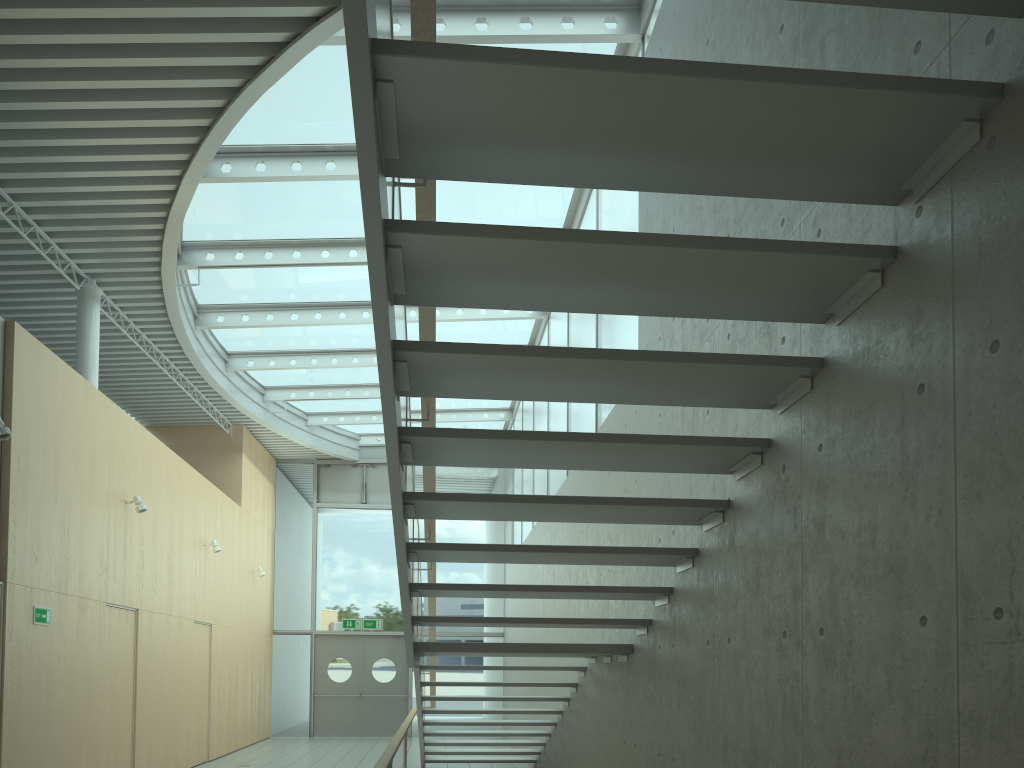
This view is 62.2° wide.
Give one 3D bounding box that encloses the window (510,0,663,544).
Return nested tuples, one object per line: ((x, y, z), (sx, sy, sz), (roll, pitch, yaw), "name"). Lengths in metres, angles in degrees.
((0.368, 0.658, 12.234), (0.030, 2.660, 16.356), (1, -18, -5), "window")

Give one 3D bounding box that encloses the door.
((-3.083, 6.184, 17.399), (1.923, 2.071, 0.178), (1, -2, -5), "door")

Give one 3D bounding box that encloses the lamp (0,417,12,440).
((-3.772, 0.304, 6.185), (0.234, 0.192, 0.144), (6, -10, -24), "lamp")

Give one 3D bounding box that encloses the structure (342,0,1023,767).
((0.065, 1.636, 6.213), (1.887, 4.082, 13.178), (1, -17, -5), "structure")

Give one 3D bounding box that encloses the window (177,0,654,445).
((-1.811, 2.114, 11.986), (4.787, 6.080, 16.536), (1, -17, -5), "window")

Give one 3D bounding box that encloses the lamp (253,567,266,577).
((-4.567, 3.386, 15.342), (0.234, 0.192, 0.144), (6, -10, -24), "lamp")

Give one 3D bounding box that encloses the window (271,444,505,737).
((-2.493, 4.210, 17.537), (4.860, 6.177, 0.111), (1, -2, -5), "window")

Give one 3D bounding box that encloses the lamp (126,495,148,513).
((-4.025, 1.284, 9.095), (0.234, 0.192, 0.144), (6, -10, -24), "lamp")

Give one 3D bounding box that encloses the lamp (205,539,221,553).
((-4.295, 2.331, 12.208), (0.234, 0.192, 0.144), (6, -10, -24), "lamp")
